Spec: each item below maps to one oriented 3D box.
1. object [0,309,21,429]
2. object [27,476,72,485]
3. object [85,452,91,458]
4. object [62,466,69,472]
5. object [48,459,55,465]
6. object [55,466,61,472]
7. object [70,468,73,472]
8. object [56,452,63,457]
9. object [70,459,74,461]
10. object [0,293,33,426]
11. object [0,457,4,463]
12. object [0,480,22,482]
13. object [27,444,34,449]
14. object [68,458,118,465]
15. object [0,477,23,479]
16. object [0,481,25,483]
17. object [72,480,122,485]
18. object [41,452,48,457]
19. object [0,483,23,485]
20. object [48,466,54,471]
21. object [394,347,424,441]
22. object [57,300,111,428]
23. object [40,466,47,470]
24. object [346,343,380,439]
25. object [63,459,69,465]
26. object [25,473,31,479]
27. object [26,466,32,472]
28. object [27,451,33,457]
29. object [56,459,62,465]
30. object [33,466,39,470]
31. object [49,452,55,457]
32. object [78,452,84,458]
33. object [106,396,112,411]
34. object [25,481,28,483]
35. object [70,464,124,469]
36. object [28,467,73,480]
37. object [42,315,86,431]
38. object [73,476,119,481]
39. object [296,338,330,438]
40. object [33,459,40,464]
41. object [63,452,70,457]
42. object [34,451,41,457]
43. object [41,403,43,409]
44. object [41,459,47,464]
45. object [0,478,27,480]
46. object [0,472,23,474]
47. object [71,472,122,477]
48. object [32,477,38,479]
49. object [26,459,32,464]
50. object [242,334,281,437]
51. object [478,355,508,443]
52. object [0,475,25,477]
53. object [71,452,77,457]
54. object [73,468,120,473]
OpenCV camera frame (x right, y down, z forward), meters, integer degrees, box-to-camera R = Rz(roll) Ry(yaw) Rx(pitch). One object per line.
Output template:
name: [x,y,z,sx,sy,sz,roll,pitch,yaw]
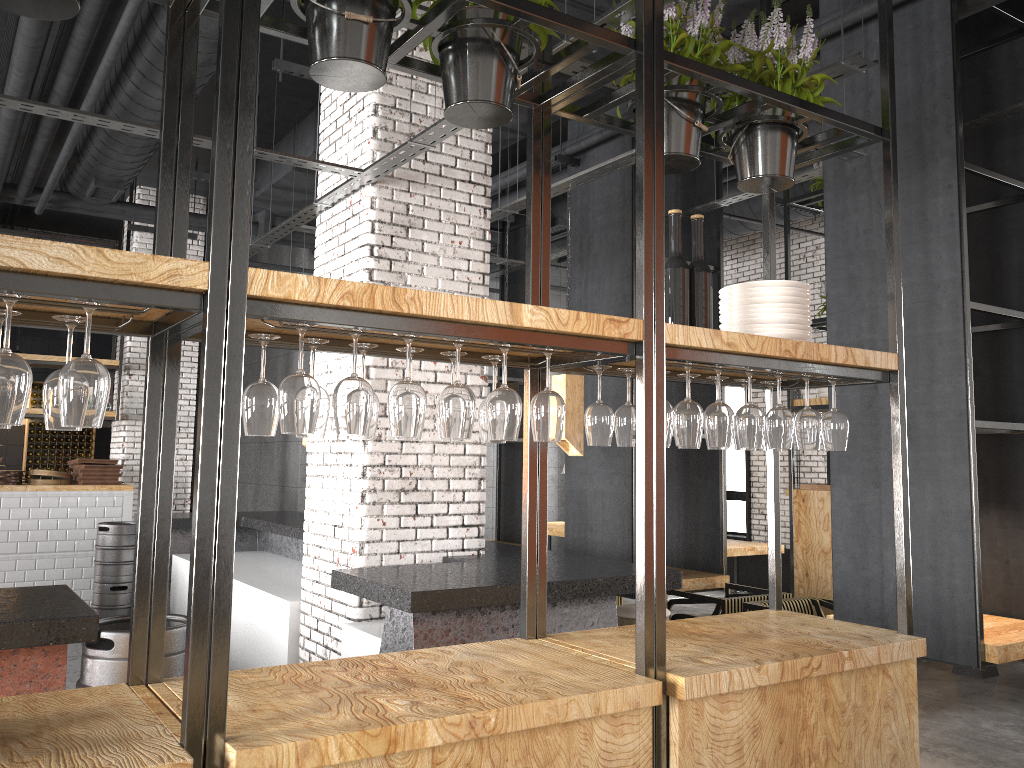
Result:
object: [-1.176,-0.033,2.020,0.101,0.268,0.101,-1,-6,20]
object: [-5.090,1.057,9.773,0.437,0.097,0.436,2,-5,-8]
object: [-6.205,1.040,12.988,0.079,0.079,0.280,5,-6,-33]
object: [-6.453,1.233,12.823,0.079,0.079,0.280,5,-6,-33]
object: [-6.588,1.114,12.699,0.079,0.079,0.280,5,-6,-33]
object: [-6.523,1.226,12.759,0.079,0.079,0.280,5,-6,-33]
object: [-6.374,1.239,12.875,0.079,0.079,0.280,5,-6,-33]
object: [-6.520,1.017,12.782,0.079,0.079,0.280,5,-6,-33]
object: [-6.375,1.134,12.890,0.079,0.079,0.280,5,-6,-33]
object: [-1.018,-0.052,1.782,0.101,0.268,0.101,-1,-6,20]
object: [-5.568,0.898,9.392,0.487,0.339,0.241,-4,-8,42]
object: [-5.481,1.040,9.566,0.458,0.019,0.406,1,-5,-5]
object: [-6.822,0.887,12.569,0.079,0.079,0.283,5,-6,-33]
object: [-4.709,0.882,9.953,0.406,0.094,0.635,5,-6,-36]
object: [-5.500,1.005,9.540,0.406,0.019,0.457,3,-5,-20]
object: [-5.459,1.057,9.570,0.458,0.019,0.406,-2,-6,29]
object: [-4.704,1.111,10.010,0.405,0.044,0.635,5,-6,-38]
object: [-6.678,1.005,12.679,0.079,0.079,0.280,5,-6,-33]
object: [-5.477,1.073,9.565,0.458,0.019,0.406,1,-5,2]
object: [-6.592,1.219,12.691,0.079,0.079,0.280,5,-6,-33]
object: [-0.302,0.031,2.591,0.101,0.268,0.101,3,-6,-19]
object: [-0.895,-0.043,1.863,0.101,0.268,0.100,1,-6,-2]
object: [-6.681,1.214,12.656,0.079,0.079,0.280,5,-6,-33]
object: [-0.425,0.022,2.511,0.101,0.268,0.101,3,-6,-19]
object: [-6.443,1.127,12.822,0.079,0.079,0.280,5,-6,-33]
object: [-6.849,1.309,12.555,0.079,0.079,0.280,5,-6,-33]
object: [-6.839,1.203,12.553,0.079,0.079,0.280,5,-6,-33]
object: [-6.844,0.995,12.588,0.079,0.079,0.280,5,-6,-33]
object: [-6.517,1.121,12.763,0.079,0.079,0.280,5,-6,-33]
object: [-6.771,1.210,12.621,0.079,0.079,0.280,5,-6,-33]
object: [-6.610,1.012,12.747,0.079,0.079,0.280,5,-6,-33]
object: [-6.271,1.032,12.917,0.079,0.079,0.280,5,-6,-33]
object: [-4.746,0.233,10.371,0.118,0.181,0.118,2,-6,-9]
object: [-6.853,1.414,12.547,0.079,0.079,0.280,5,-6,-33]
object: [-4.701,0.934,10.029,0.404,0.044,0.635,5,-7,-40]
object: [-5.088,0.991,9.785,0.437,0.154,0.439,0,-5,14]
object: [-1.053,-0.024,2.100,0.101,0.268,0.100,1,-6,-2]
object: [-4.703,1.067,10.014,0.405,0.044,0.635,4,-6,-31]
object: [-0.548,0.013,2.430,0.101,0.268,0.101,3,-6,-19]
object: [-6.746,1.102,12.596,0.079,0.079,0.280,5,-6,-33]
object: [-6.450,1.023,12.847,0.079,0.079,0.280,5,-6,-33]
object: [-6.746,0.998,12.611,0.079,0.079,0.280,5,-6,-33]
object: [-5.281,0.199,10.079,0.118,0.181,0.118,-1,-6,20]
object: [-6.688,1.111,12.681,0.079,0.079,0.280,5,-6,-33]
object: [-5.486,1.024,9.564,0.406,0.019,0.457,-2,-6,25]
object: [-5.477,0.960,9.577,0.458,0.019,0.406,1,-5,0]
object: [-4.702,1.023,10.019,0.405,0.044,0.635,5,-6,-37]
object: [-6.762,1.313,12.593,0.079,0.079,0.280,5,-6,-33]
object: [-6.832,1.098,12.557,0.079,0.079,0.280,5,-6,-33]
object: [-0.663,0.005,2.355,0.101,0.268,0.101,3,-6,-19]
object: [-0.056,0.049,2.752,0.101,0.268,0.101,3,-6,-19]
object: [-5.493,0.991,9.560,0.407,0.019,0.457,0,-5,9]
object: [-6.362,1.028,12.885,0.079,0.079,0.280,5,-6,-33]
object: [-4.702,0.979,10.024,0.405,0.044,0.635,4,-6,-33]
